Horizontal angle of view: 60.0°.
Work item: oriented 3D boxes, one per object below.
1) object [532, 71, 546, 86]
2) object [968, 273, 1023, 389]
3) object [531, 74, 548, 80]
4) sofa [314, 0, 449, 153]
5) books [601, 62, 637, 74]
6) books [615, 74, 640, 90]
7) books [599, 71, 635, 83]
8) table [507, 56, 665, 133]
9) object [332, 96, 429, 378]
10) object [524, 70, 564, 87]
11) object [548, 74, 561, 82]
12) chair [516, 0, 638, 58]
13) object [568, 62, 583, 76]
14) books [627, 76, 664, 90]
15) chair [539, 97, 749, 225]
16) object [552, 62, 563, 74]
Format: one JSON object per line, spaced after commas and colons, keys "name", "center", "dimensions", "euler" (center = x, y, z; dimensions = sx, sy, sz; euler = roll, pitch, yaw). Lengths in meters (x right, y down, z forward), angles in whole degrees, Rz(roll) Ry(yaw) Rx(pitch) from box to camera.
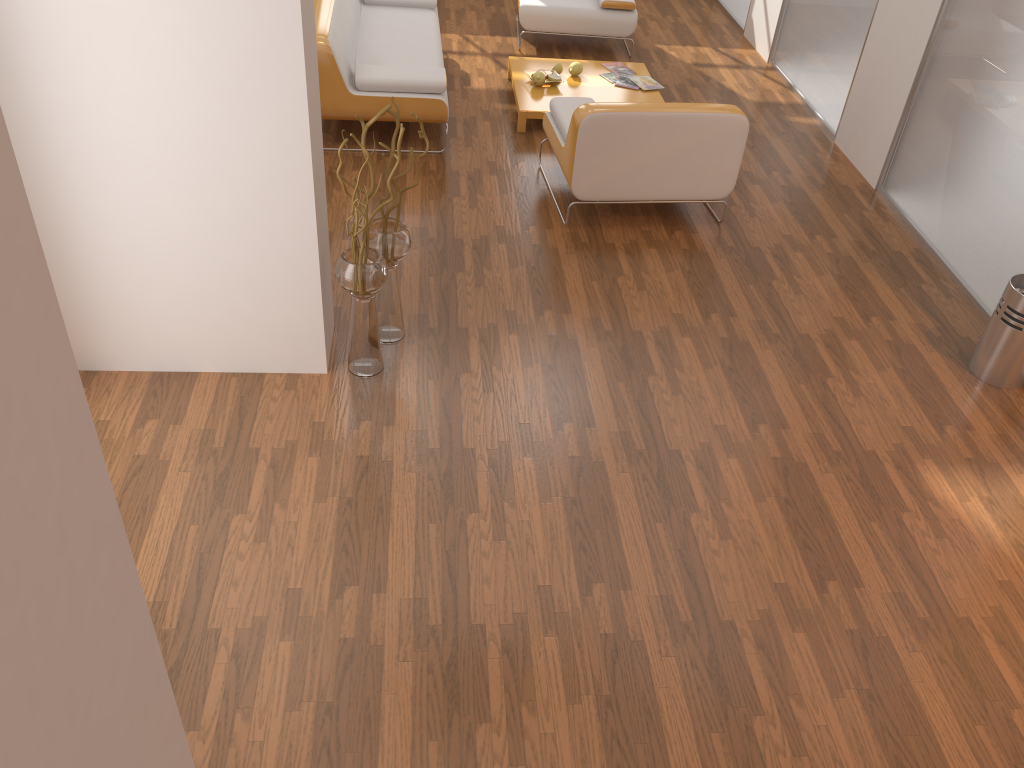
{"name": "object", "center": [0.181, -2.054, 5.964], "dimensions": [0.102, 0.095, 0.101], "euler": [-21, 45, -29]}
{"name": "object", "center": [2.221, -0.229, 3.891], "dimensions": [0.248, 0.450, 0.248], "euler": [30, 45, 27]}
{"name": "object", "center": [0.197, -2.092, 6.052], "dimensions": [0.134, 0.037, 0.061], "euler": [5, 39, 0]}
{"name": "sofa", "center": [-0.875, -2.287, 5.926], "dimensions": [0.825, 0.661, 2.010], "euler": [0, 39, -7]}
{"name": "books", "center": [0.764, -2.270, 6.380], "dimensions": [0.171, 0.004, 0.249], "euler": [-12, 42, -21]}
{"name": "books", "center": [0.824, -2.105, 6.175], "dimensions": [0.171, 0.004, 0.249], "euler": [15, 40, 12]}
{"name": "books", "center": [0.758, -2.164, 6.247], "dimensions": [0.249, 0.004, 0.171], "euler": [-16, 43, -25]}
{"name": "table", "center": [0.504, -1.994, 6.130], "dimensions": [1.000, 0.150, 1.000], "euler": [1, 39, -6]}
{"name": "object", "center": [-0.544, -0.514, 3.393], "dimensions": [0.284, 1.112, 0.655], "euler": [14, 39, 11]}
{"name": "object", "center": [0.214, -2.073, 6.035], "dimensions": [0.227, 0.048, 0.227], "euler": [-6, 40, -14]}
{"name": "object", "center": [0.287, -2.058, 6.013], "dimensions": [0.091, 0.065, 0.092], "euler": [-27, 49, -34]}
{"name": "chair", "center": [0.508, -3.100, 7.100], "dimensions": [0.923, 0.661, 0.825], "euler": [3, 39, -3]}
{"name": "object", "center": [0.444, -2.198, 6.183], "dimensions": [0.105, 0.091, 0.103], "euler": [-3, 39, -10]}
{"name": "books", "center": [0.933, -2.095, 6.168], "dimensions": [0.171, 0.004, 0.249], "euler": [-10, 41, -19]}
{"name": "chair", "center": [0.698, -1.365, 4.958], "dimensions": [0.923, 0.661, 0.825], "euler": [-2, 39, -10]}
{"name": "object", "center": [0.315, -2.197, 6.170], "dimensions": [0.080, 0.087, 0.094], "euler": [18, 40, 16]}
